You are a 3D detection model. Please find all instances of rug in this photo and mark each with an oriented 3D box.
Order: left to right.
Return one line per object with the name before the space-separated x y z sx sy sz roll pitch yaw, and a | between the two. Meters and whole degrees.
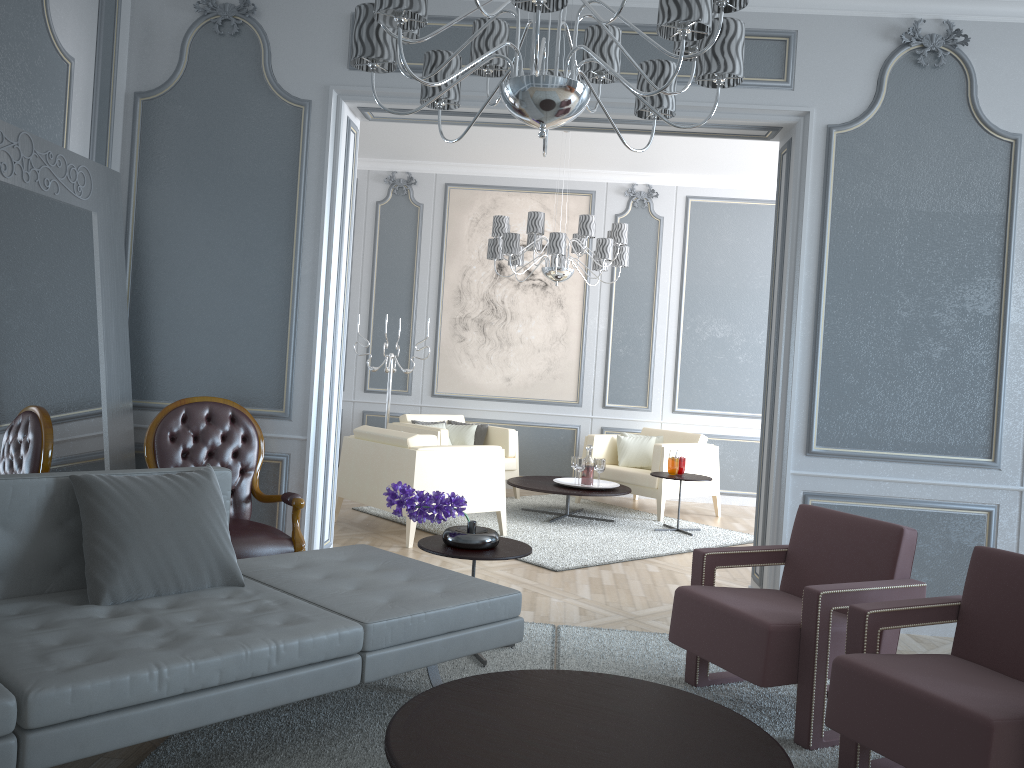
rug | 0.085 1.006 1.999 2.018 0.010 3.204 4 1 3
rug | 0.314 0.945 5.996 1.999 0.010 2.001 3 1 -42

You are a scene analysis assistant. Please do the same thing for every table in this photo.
table | -0.145 0.772 3.197 0.414 0.385 0.414 4 1 -9
table | 0.397 0.830 6.289 0.882 0.239 0.882 4 1 1
table | 0.157 0.897 1.951 0.882 0.239 0.882 4 1 21
table | 1.129 0.810 5.978 0.414 0.385 0.414 3 1 -39

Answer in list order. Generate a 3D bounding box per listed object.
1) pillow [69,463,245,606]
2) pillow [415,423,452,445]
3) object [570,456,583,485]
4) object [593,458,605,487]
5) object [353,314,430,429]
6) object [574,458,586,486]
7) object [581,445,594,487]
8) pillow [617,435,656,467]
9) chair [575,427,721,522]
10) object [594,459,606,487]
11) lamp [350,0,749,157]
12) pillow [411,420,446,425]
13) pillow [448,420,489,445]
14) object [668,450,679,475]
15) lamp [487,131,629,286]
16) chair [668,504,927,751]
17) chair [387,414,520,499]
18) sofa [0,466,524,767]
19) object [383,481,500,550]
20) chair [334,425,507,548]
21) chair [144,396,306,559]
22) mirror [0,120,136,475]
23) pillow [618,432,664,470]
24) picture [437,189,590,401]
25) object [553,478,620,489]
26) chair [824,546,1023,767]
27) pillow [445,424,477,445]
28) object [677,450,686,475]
pillow | -0.967 0.417 2.438 0.253 0.354 0.422 4 1 41
pillow | -0.599 0.430 6.883 0.163 0.245 0.311 4 1 38
object | 0.453 0.613 6.265 0.080 0.196 0.080 4 0 -14
object | 0.614 0.623 6.265 0.080 0.196 0.080 4 0 -14
object | -0.996 0.149 7.141 0.446 1.386 0.447 4 0 -42
object | 0.470 0.616 6.169 0.080 0.196 0.080 4 0 6
object | 0.536 0.571 6.235 0.086 0.290 0.086 4 0 24
pillow | 0.976 0.531 6.940 0.312 0.245 0.163 4 0 -2
chair | 1.062 0.670 6.870 0.737 0.620 0.855 3 1 -42
object | 0.610 0.624 6.181 0.080 0.196 0.080 4 0 -14
lamp | 0.107 -1.181 2.245 0.976 1.119 0.976 4 1 -8
pillow | -0.627 0.427 6.967 0.351 0.276 0.184 3 1 -41
pillow | -0.385 0.441 7.095 0.351 0.276 0.184 4 0 19
object | 1.091 0.532 5.993 0.075 0.165 0.075 4 0 -8
lamp | 0.343 -1.242 6.208 0.976 1.119 0.976 4 1 -8
chair | 0.885 0.729 2.841 0.606 0.620 0.576 3 1 -27
chair | -0.476 0.569 6.961 0.854 0.620 0.737 3 1 -42
sofa | -1.005 0.594 2.157 0.810 0.668 2.203 4 1 43
object | -0.240 0.463 3.144 0.425 0.221 0.206 3 1 -27
chair | -0.563 0.591 5.491 0.737 0.620 0.855 3 1 -42
chair | -1.193 0.480 3.613 0.572 0.828 0.575 3 1 -37
mirror | -1.753 -0.027 3.239 0.251 1.792 1.400 4 0 3
pillow | 1.022 0.533 7.015 0.351 0.276 0.184 4 0 9
picture | 0.010 -0.765 7.590 1.199 1.751 0.001 4 0 3
object | 0.522 0.705 6.225 0.468 0.028 0.468 4 1 16
chair | 1.170 0.759 2.200 0.606 0.620 0.576 3 1 -27
pillow | -0.443 0.438 7.029 0.312 0.245 0.163 4 0 8
object | 1.149 0.534 6.057 0.075 0.165 0.075 3 0 -38
